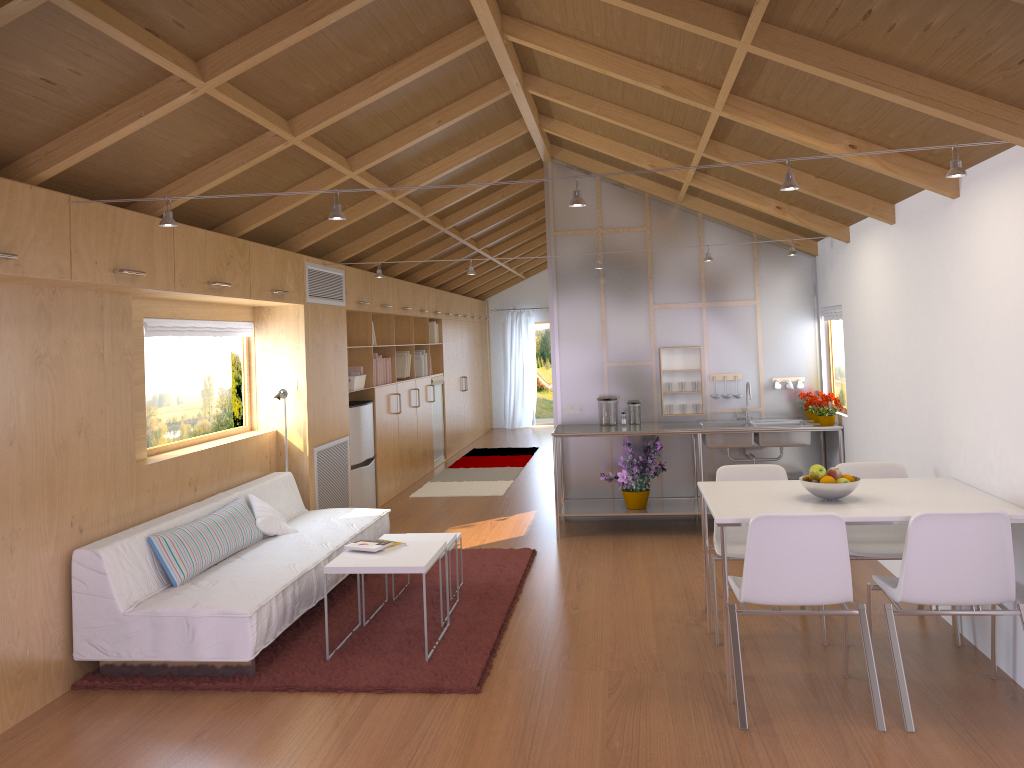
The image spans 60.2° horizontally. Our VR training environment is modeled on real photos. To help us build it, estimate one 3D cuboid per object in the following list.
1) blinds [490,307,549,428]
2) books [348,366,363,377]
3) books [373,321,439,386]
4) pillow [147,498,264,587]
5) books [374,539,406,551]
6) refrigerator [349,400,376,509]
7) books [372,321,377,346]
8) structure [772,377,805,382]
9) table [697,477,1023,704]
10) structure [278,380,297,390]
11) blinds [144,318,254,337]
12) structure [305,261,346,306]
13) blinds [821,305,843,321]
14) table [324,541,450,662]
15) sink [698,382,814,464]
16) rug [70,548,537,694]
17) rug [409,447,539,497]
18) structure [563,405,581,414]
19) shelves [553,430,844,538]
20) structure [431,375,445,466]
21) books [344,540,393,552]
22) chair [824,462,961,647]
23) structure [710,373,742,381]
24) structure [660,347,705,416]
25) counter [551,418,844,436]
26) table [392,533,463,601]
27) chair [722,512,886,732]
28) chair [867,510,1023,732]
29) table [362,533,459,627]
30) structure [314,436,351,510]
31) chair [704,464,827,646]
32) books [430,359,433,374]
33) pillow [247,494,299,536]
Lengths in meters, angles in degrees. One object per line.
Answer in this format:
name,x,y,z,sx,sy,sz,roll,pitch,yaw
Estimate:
blinds,1.090,-0.310,14.958,2.846,2.041,0.232,-2,-2,6
books,-1.408,-0.059,7.870,0.150,0.193,0.088,-2,-1,7
books,-1.189,-0.385,9.716,0.189,0.658,3.110,-2,3,7
pillow,-1.622,0.836,4.794,0.171,0.252,1.042,-2,3,7
books,-0.669,0.831,4.550,0.193,0.016,0.153,0,3,37
refrigerator,-1.378,0.666,7.735,0.261,0.989,0.713,-2,0,7
books,-1.384,-0.500,8.279,0.175,0.297,0.279,-2,0,7
structure,2.193,-0.035,7.002,0.250,0.032,0.041,-2,1,7
table,1.485,0.866,3.900,1.208,0.744,0.899,-2,1,7
structure,-1.626,0.009,6.403,0.142,0.071,0.011,-2,-2,7
blinds,-1.984,-0.359,5.703,0.047,0.111,1.498,-2,3,7
structure,-1.450,-0.771,6.899,0.013,0.301,0.903,-2,2,7
blinds,2.408,-0.529,6.612,0.047,0.111,0.725,-2,3,7
table,-0.606,1.059,4.382,0.485,0.439,0.524,-2,1,7
sink,1.845,0.306,6.763,0.809,0.642,0.563,-2,0,7
rug,-0.926,1.271,5.087,1.884,0.020,2.481,-2,3,7
rug,-0.316,0.991,10.399,0.916,0.011,3.723,-2,3,7
structure,0.492,0.212,7.226,0.142,0.071,0.011,-2,-2,7
shelves,1.393,0.724,6.783,2.091,0.754,0.632,-2,0,7
structure,-1.029,0.441,10.876,0.315,1.081,0.725,-2,0,7
books,-0.730,0.820,4.488,0.193,0.016,0.153,-1,3,27
chair,1.833,0.808,4.379,0.531,0.787,0.546,-2,0,7
structure,1.711,-0.056,7.076,0.250,0.051,0.016,-2,-1,7
structure,1.362,-0.022,7.088,0.328,0.546,0.076,-2,-2,7
counter,1.378,0.329,6.794,2.108,0.021,0.650,-2,3,7
table,-0.496,1.078,5.236,0.341,0.309,0.369,-2,1,7
chair,1.130,0.875,3.552,0.531,0.787,0.546,-2,0,7
chair,1.720,0.856,3.479,0.531,0.787,0.546,-2,0,7
table,-0.547,1.062,4.839,0.424,0.384,0.458,-2,1,7
structure,-1.387,0.808,6.877,0.013,0.722,0.819,-2,1,7
chair,1.243,0.827,4.453,0.531,0.787,0.546,-2,0,7
books,-1.068,-0.255,10.675,0.175,0.297,0.279,-2,0,7
pillow,-1.468,0.798,5.404,0.267,0.252,0.345,-3,1,-29
